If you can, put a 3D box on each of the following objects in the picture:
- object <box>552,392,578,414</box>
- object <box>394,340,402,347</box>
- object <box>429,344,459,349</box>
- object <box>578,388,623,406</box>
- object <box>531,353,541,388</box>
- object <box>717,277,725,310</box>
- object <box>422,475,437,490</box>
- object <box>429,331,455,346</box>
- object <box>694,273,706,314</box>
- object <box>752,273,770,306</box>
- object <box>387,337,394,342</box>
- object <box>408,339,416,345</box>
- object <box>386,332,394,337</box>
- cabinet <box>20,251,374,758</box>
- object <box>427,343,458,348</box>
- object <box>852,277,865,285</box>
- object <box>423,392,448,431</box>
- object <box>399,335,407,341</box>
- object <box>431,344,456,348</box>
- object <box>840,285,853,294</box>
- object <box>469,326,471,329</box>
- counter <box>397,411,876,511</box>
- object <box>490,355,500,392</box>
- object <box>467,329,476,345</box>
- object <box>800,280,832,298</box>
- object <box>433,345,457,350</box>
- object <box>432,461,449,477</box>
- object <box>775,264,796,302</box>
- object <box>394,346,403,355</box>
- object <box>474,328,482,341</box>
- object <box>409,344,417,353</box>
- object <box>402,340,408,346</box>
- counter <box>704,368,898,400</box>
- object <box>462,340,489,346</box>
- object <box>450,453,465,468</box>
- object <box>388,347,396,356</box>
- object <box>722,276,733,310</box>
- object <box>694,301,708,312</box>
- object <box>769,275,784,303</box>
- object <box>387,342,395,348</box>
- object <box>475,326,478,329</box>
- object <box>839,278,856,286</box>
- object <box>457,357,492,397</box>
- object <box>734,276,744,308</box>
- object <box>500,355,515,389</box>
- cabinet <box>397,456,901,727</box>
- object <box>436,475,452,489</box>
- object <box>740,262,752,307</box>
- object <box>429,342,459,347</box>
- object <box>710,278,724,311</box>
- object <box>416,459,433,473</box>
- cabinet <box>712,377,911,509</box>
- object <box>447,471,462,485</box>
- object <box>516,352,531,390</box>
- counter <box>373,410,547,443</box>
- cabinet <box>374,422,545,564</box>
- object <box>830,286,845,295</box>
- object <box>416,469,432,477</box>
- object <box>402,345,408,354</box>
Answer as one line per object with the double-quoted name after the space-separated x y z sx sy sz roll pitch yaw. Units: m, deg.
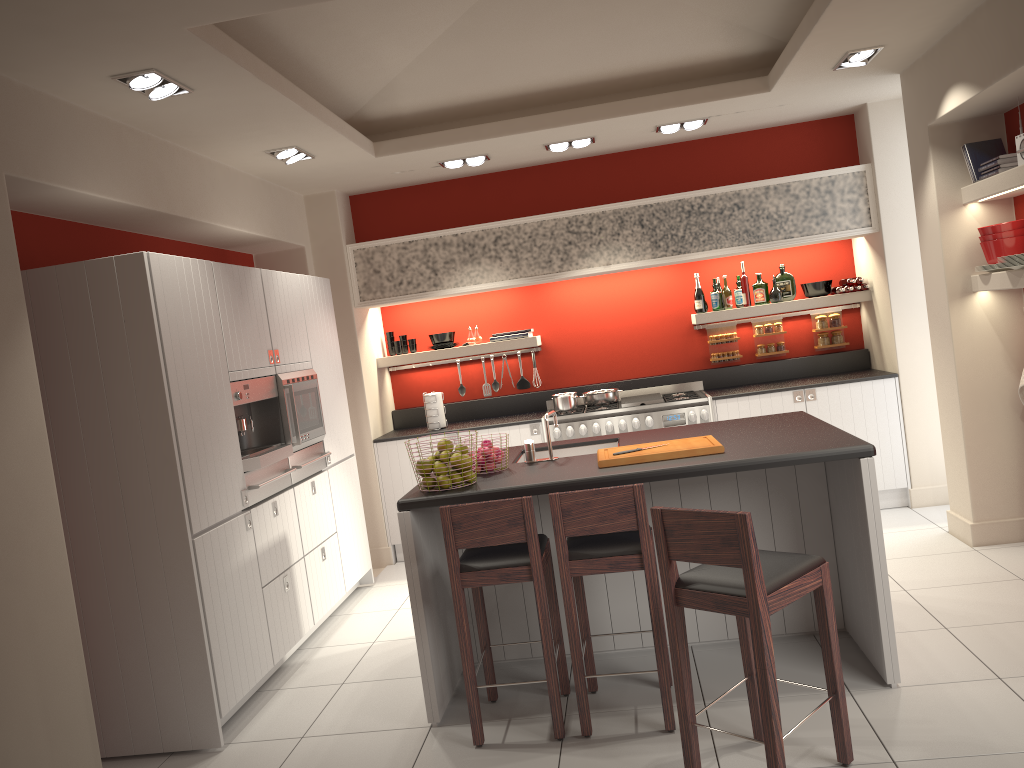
0.425 0.151 7.042 0.201 0.148 0.201 -8 3 0 "object"
-0.966 -0.327 7.529 0.070 0.076 0.070 -9 3 -22 "object"
-0.586 -0.315 7.615 0.280 0.016 0.280 -8 3 6 "object"
0.736 0.111 7.329 0.309 0.104 0.309 -6 4 35 "object"
0.200 -0.125 7.654 0.069 0.328 0.069 -9 3 -15 "object"
1.729 -0.750 7.375 0.083 0.277 0.084 -7 3 11 "object"
-0.379 0.450 4.059 0.068 0.068 0.068 -7 3 18 "object"
-0.595 -0.382 7.612 0.233 0.108 0.232 -11 4 -41 "object"
1.523 -0.740 7.225 0.083 0.331 0.083 -9 3 -22 "object"
2.034 -0.778 7.259 0.112 0.260 0.071 -6 3 36 "object"
-1.050 -0.369 7.693 0.070 0.076 0.070 -9 3 -22 "object"
-0.849 -0.346 7.564 0.070 0.076 0.070 -9 3 -22 "object"
-1.056 -0.413 7.691 0.070 0.076 0.070 -9 3 -22 "object"
-1.657 0.485 5.259 0.716 2.249 2.558 -8 3 7 "cabinet"
-0.587 -0.325 7.615 0.280 0.016 0.280 -8 3 6 "object"
2.763 -0.824 7.096 0.062 0.062 0.366 -8 3 7 "object"
-0.631 0.215 7.226 0.163 0.304 0.168 -6 4 36 "object"
-0.940 -0.384 7.680 0.070 0.076 0.070 -9 3 -22 "object"
-0.586 -0.320 7.615 0.280 0.016 0.280 -8 3 6 "object"
2.677 -0.759 7.110 0.062 0.062 0.366 -8 3 7 "object"
-0.357 -0.474 7.516 0.023 0.031 0.024 -10 4 -41 "object"
0.579 0.356 4.486 2.054 0.050 1.416 -8 3 7 "counter"
-0.155 -0.089 7.696 0.067 0.323 0.022 -8 3 6 "object"
-0.346 -0.399 7.520 0.076 0.131 0.076 -10 4 -41 "object"
2.487 -0.770 7.226 0.251 0.121 0.251 -9 3 -11 "object"
-0.585 -0.309 7.615 0.280 0.016 0.280 -8 3 6 "object"
-0.328 0.389 4.058 0.076 0.077 0.076 -9 3 -28 "object"
2.222 -0.824 7.244 0.186 0.303 0.057 -6 4 37 "object"
-0.960 -0.284 7.531 0.070 0.076 0.070 -9 3 -22 "object"
-0.296 -0.410 7.593 0.077 0.134 0.076 -8 3 -9 "object"
-0.843 -0.302 7.566 0.070 0.076 0.070 -9 3 -22 "object"
-0.934 -0.340 7.682 0.070 0.076 0.070 -9 3 -22 "object"
2.224 -0.002 6.983 1.360 0.026 0.699 -8 3 7 "counter"
-0.313 -0.349 7.558 0.160 0.027 0.183 -6 4 36 "object"
-0.248 0.348 4.039 0.067 0.068 0.067 -10 3 -30 "object"
-1.038 -0.282 7.698 0.070 0.076 0.070 -9 3 -22 "object"
1.763 -0.752 7.282 0.080 0.278 0.080 -7 3 10 "object"
1.572 -0.705 7.408 0.113 0.226 0.113 -10 4 -42 "object"
2.115 -0.765 7.123 0.113 0.226 0.113 -7 3 18 "object"
-1.044 -0.326 7.695 0.070 0.076 0.070 -9 3 -22 "object"
-0.304 -0.484 7.590 0.026 0.032 0.023 -8 3 -10 "object"
2.703 -0.818 7.126 0.062 0.062 0.366 -8 3 7 "object"
-0.340 -0.050 7.718 0.287 0.351 0.022 -8 3 8 "object"
1.883 -0.761 7.323 0.094 0.262 0.094 -9 3 -27 "object"
-0.059 -0.105 7.685 0.124 0.296 0.009 -8 3 7 "object"
0.645 0.883 4.513 2.034 1.011 1.424 -8 3 7 "cabinet"
-0.307 0.442 4.008 0.068 0.068 0.068 -7 3 18 "object"
1.886 -0.809 7.225 0.062 0.366 0.210 -8 3 7 "object"
-0.588 -0.331 7.614 0.280 0.016 0.280 -8 3 6 "object"
1.657 -0.723 7.189 0.094 0.264 0.094 -8 3 -4 "object"
-0.400 0.378 4.051 0.077 0.068 0.076 -8 3 0 "object"
2.297 0.502 7.009 1.361 0.993 0.687 -8 3 7 "cabinet"
-0.263 0.432 4.078 0.068 0.068 0.068 -7 3 18 "object"
0.082 -0.116 7.686 0.123 0.330 0.040 -8 3 7 "object"
-0.394 0.344 7.312 1.360 0.026 0.699 -8 3 7 "counter"
-0.326 0.849 7.339 1.361 0.993 0.687 -8 3 7 "cabinet"
2.616 -0.750 7.117 0.062 0.062 0.366 -8 3 7 "object"
-0.408 0.397 4.117 0.076 0.077 0.076 -9 3 -28 "object"
-0.928 -0.297 7.684 0.070 0.076 0.070 -9 3 -22 "object"
